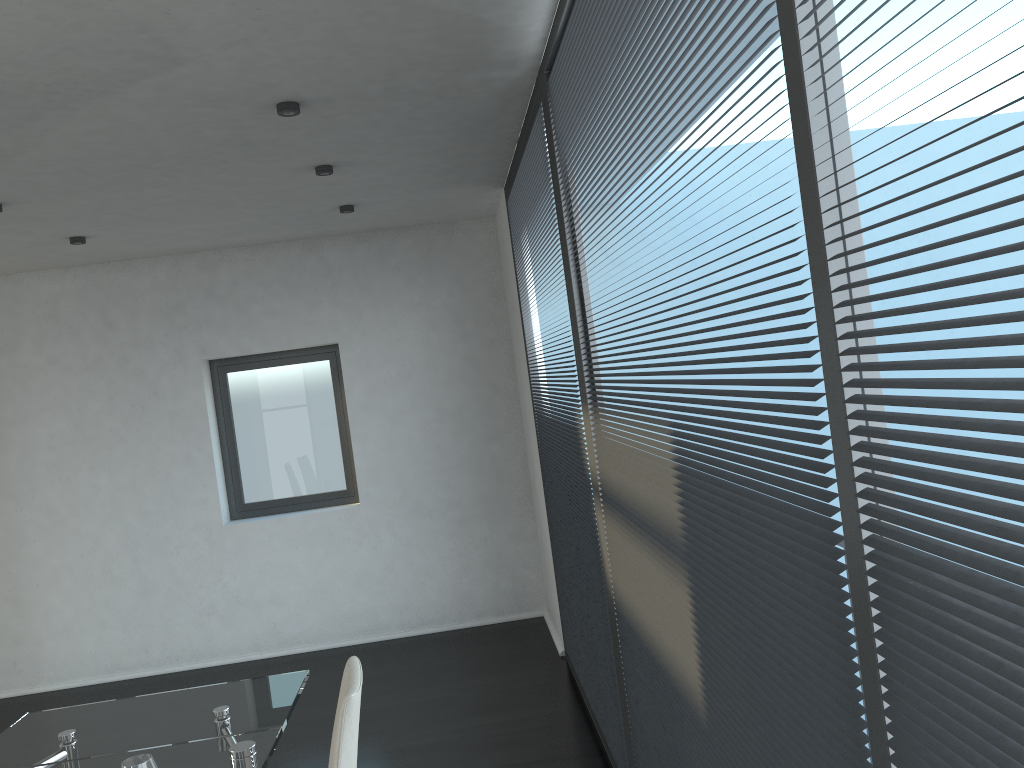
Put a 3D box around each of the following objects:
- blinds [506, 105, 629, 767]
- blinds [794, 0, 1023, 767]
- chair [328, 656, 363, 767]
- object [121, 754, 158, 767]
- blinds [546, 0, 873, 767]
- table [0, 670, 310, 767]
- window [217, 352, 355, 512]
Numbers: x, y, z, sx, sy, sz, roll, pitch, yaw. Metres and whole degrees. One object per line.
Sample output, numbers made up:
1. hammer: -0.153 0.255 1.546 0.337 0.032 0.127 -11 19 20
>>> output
1. blinds: 0.206 0.251 4.075 0.018 2.537 1.787 -8 1 -4
2. blinds: 0.497 0.268 0.113 0.018 2.537 1.874 -8 1 -4
3. chair: -0.611 1.232 2.162 0.612 0.959 0.471 -8 1 -9
4. object: -0.869 0.945 2.076 0.098 0.132 0.098 -7 1 16
5. blinds: 0.355 0.260 2.054 0.018 2.537 1.874 -8 1 -4
6. table: -1.011 1.405 1.645 0.940 0.731 2.720 -8 1 -4
7. window: -1.542 0.326 6.078 0.800 1.000 0.050 -8 1 -4
